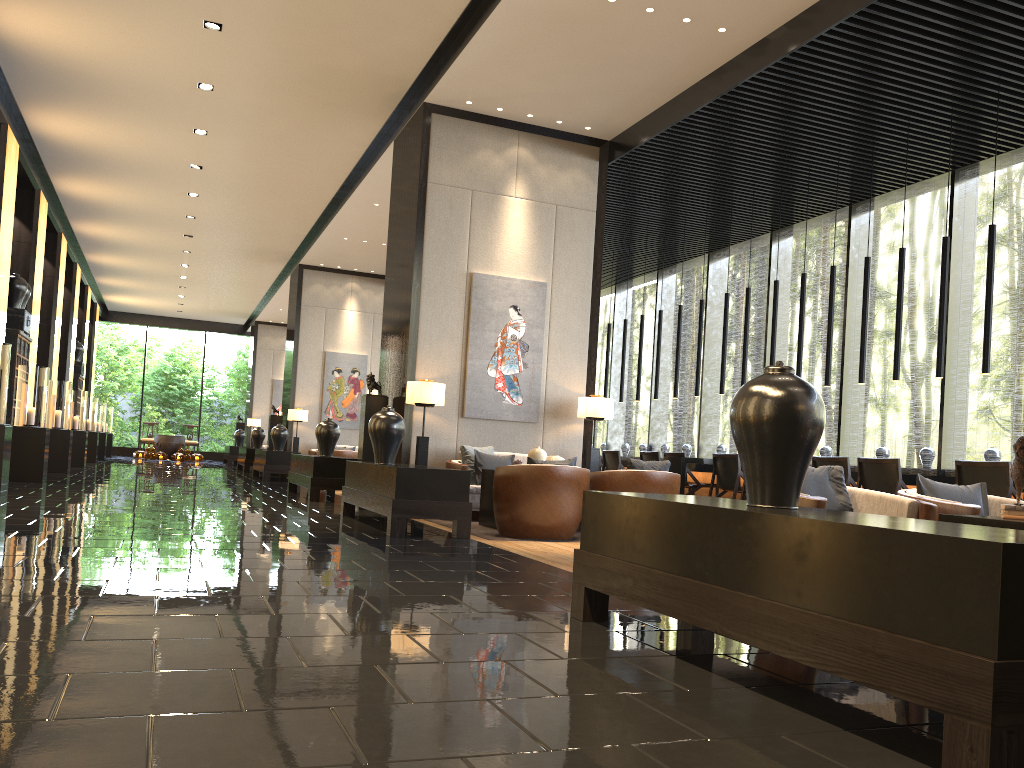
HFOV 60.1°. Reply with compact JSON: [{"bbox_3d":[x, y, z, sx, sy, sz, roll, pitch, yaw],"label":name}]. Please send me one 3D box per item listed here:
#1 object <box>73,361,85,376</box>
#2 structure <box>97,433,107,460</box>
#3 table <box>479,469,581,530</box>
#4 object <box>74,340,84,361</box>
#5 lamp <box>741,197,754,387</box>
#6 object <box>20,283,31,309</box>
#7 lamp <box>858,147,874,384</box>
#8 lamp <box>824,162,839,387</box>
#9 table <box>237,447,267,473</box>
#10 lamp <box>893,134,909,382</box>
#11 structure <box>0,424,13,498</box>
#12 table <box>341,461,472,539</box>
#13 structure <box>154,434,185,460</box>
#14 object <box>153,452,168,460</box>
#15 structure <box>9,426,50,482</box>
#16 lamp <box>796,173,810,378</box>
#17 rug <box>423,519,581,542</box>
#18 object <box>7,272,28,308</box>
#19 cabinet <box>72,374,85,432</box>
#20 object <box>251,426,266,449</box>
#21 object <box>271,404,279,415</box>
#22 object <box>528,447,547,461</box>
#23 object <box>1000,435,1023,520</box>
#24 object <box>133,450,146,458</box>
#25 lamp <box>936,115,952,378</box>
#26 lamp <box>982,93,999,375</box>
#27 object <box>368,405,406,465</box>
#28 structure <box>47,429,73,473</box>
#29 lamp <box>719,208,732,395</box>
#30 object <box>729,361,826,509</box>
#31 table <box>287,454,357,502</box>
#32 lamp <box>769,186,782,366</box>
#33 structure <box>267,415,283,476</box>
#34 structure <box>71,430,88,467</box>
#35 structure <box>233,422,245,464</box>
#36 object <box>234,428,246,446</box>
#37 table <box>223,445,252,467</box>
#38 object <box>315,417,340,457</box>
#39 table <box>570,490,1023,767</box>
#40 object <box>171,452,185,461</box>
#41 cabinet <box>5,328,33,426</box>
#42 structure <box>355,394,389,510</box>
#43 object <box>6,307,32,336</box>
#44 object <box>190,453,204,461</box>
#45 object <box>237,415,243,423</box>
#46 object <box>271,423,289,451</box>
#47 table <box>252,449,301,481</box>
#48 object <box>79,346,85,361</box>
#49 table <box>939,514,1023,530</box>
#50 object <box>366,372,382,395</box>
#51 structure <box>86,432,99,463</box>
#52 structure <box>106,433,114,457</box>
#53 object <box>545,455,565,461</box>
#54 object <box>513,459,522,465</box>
[{"bbox_3d":[-9.996,-0.345,20.273,0.366,0.314,0.606,5,-4,-21],"label":"object"},{"bbox_3d":[-10.171,1.514,21.690,0.403,0.657,0.402,4,-3,-21],"label":"structure"},{"bbox_3d":[0.293,1.075,8.137,1.043,0.516,0.576,5,-4,-21],"label":"table"},{"bbox_3d":[-9.922,-0.759,20.133,0.311,0.492,0.312,1,-3,42],"label":"object"},{"bbox_3d":[2.829,-1.097,10.596,0.060,2.416,0.060,4,-2,-26],"label":"lamp"},{"bbox_3d":[-6.823,-1.239,12.232,0.312,0.492,0.311,5,-3,-40],"label":"object"},{"bbox_3d":[3.534,-1.206,8.800,0.060,2.416,0.060,4,-2,-26],"label":"lamp"},{"bbox_3d":[3.356,-1.178,9.251,0.060,2.416,0.060,4,-2,-26],"label":"lamp"},{"bbox_3d":[-5.630,1.669,19.439,0.621,0.512,1.962,5,-5,-21],"label":"table"},{"bbox_3d":[3.696,-1.231,8.385,0.060,2.416,0.060,4,-2,-26],"label":"lamp"},{"bbox_3d":[-4.808,0.684,8.021,0.403,0.657,0.402,4,-3,-21],"label":"structure"},{"bbox_3d":[-0.945,0.943,7.498,0.621,0.512,1.962,5,-5,-21],"label":"table"},{"bbox_3d":[-10.093,1.864,26.065,0.875,0.709,0.874,6,-4,-33],"label":"structure"},{"bbox_3d":[-9.972,2.037,25.157,0.369,0.229,0.371,3,-4,1],"label":"object"},{"bbox_3d":[-5.880,0.850,10.755,0.403,0.657,0.402,4,-3,-21],"label":"structure"},{"bbox_3d":[3.190,-1.153,9.676,0.060,2.416,0.060,4,-2,-26],"label":"lamp"},{"bbox_3d":[0.326,1.336,8.147,1.961,0.008,2.244,5,-5,-21],"label":"rug"},{"bbox_3d":[-6.701,-1.258,11.923,0.311,0.492,0.312,2,-3,35],"label":"object"},{"bbox_3d":[-10.158,0.759,20.178,0.548,1.919,1.188,4,-2,-21],"label":"cabinet"},{"bbox_3d":[-5.573,1.169,19.444,0.311,0.492,0.312,4,-2,-3],"label":"object"},{"bbox_3d":[-4.745,0.520,17.739,0.162,0.217,0.102,5,-3,-33],"label":"object"},{"bbox_3d":[0.230,0.691,8.107,0.171,0.235,0.171,3,-3,14],"label":"object"},{"bbox_3d":[1.912,0.347,3.266,0.173,0.309,0.230,2,-3,25],"label":"object"},{"bbox_3d":[-10.701,2.022,25.496,0.370,0.229,0.370,4,-4,-4],"label":"object"},{"bbox_3d":[3.879,-1.259,7.918,0.060,2.416,0.060,4,-1,-16],"label":"lamp"},{"bbox_3d":[4.054,-1.287,7.473,0.060,2.416,0.060,4,-2,-26],"label":"lamp"},{"bbox_3d":[-1.046,0.424,7.386,0.311,0.492,0.312,4,-2,-3],"label":"object"},{"bbox_3d":[-6.953,1.016,13.489,0.403,0.657,0.402,4,-3,-21],"label":"structure"},{"bbox_3d":[2.671,-1.072,10.997,0.060,2.416,0.060,4,-2,-26],"label":"lamp"},{"bbox_3d":[0.888,0.168,2.977,0.312,0.492,0.311,5,-3,-33],"label":"object"},{"bbox_3d":[-2.358,1.162,11.098,0.621,0.512,1.962,5,-5,-21],"label":"table"},{"bbox_3d":[3.020,-1.126,10.109,0.060,2.416,0.060,4,-2,-26],"label":"lamp"},{"bbox_3d":[-4.761,1.232,17.718,0.240,1.216,0.240,4,-2,-21],"label":"structure"},{"bbox_3d":[-8.026,1.182,16.223,0.403,0.657,0.402,4,-3,-21],"label":"structure"},{"bbox_3d":[-8.042,1.740,26.082,0.240,1.216,0.240,4,-2,-21],"label":"structure"},{"bbox_3d":[-7.465,1.462,24.268,0.311,0.492,0.312,4,-2,-3],"label":"object"},{"bbox_3d":[-7.499,1.959,24.203,0.621,0.512,1.962,5,-5,-21],"label":"table"},{"bbox_3d":[-2.332,0.667,11.182,0.312,0.492,0.311,5,-3,-40],"label":"object"},{"bbox_3d":[0.897,0.658,2.802,0.621,0.512,1.962,5,-5,-21],"label":"table"},{"bbox_3d":[-9.546,2.077,25.329,0.370,0.229,0.370,5,-4,-19],"label":"object"},{"bbox_3d":[-6.937,0.260,11.968,0.548,1.919,1.188,4,-2,-21],"label":"cabinet"},{"bbox_3d":[-1.489,0.725,9.377,0.240,1.216,0.240,4,-2,-21],"label":"structure"},{"bbox_3d":[-6.775,-0.844,12.063,0.366,0.314,0.606,5,-4,-21],"label":"object"},{"bbox_3d":[-9.262,2.154,26.041,0.369,0.229,0.371,0,-5,41],"label":"object"},{"bbox_3d":[-8.017,1.014,26.090,0.176,0.245,0.116,4,-2,-16],"label":"object"},{"bbox_3d":[-4.166,0.951,15.857,0.311,0.492,0.312,4,-2,-3],"label":"object"},{"bbox_3d":[-4.218,1.450,15.839,0.621,0.512,1.962,5,-5,-21],"label":"table"},{"bbox_3d":[-10.043,-0.740,20.442,0.312,0.492,0.311,5,-3,-40],"label":"object"},{"bbox_3d":[2.197,0.780,3.283,1.043,0.516,0.576,5,-4,-21],"label":"table"},{"bbox_3d":[-1.465,-0.001,9.392,0.176,0.245,0.115,4,-2,-21],"label":"object"},{"bbox_3d":[-9.098,1.348,18.956,0.403,0.657,0.402,4,-3,-21],"label":"structure"},{"bbox_3d":[-11.243,1.681,24.424,0.403,0.657,0.402,4,-3,-21],"label":"structure"},{"bbox_3d":[0.390,0.749,8.230,0.245,0.167,0.246,5,-4,-18],"label":"object"},{"bbox_3d":[0.054,0.745,8.134,0.091,0.112,0.092,2,-3,31],"label":"object"}]
